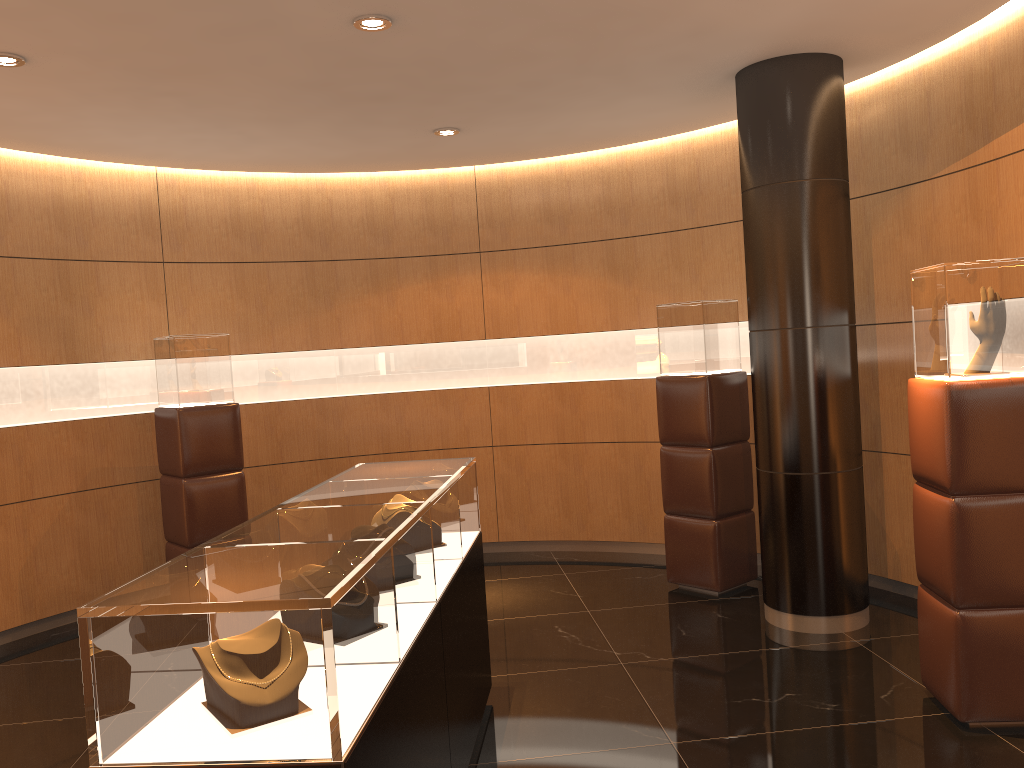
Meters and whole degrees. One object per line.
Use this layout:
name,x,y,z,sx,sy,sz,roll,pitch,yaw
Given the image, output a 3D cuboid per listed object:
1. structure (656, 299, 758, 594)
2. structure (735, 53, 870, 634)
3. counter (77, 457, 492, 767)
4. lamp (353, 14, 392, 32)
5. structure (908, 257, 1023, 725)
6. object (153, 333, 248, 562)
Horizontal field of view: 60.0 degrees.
structure,1.354,0.426,6.233,0.484,2.000,0.498,-6,3,-40
structure,1.749,-0.282,5.352,0.613,3.430,0.613,-3,2,9
counter,-0.556,1.027,3.280,0.615,1.173,2.514,-3,2,5
lamp,-0.648,-1.699,4.110,0.176,0.068,0.176,-4,2,0
structure,2.104,0.466,3.959,0.498,2.000,0.484,-3,2,5
object,-2.242,0.650,6.407,0.484,2.000,0.498,-6,3,-41
